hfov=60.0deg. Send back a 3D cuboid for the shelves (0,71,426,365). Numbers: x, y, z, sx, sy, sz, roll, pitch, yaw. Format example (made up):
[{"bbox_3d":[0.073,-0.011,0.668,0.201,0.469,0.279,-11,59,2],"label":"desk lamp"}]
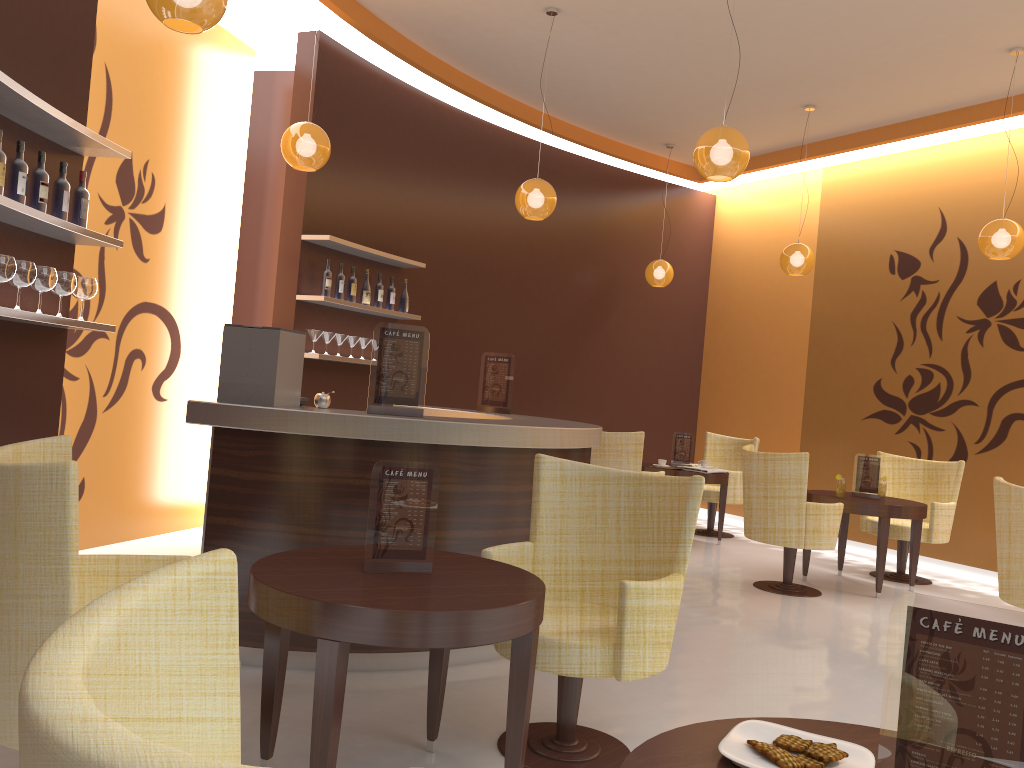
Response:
[{"bbox_3d":[-1.628,-0.667,5.383,0.586,0.902,4.744,5,-1,15],"label":"shelves"}]

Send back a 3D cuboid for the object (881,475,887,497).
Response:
[{"bbox_3d":[2.936,0.811,7.032,0.067,0.171,0.072,5,-1,15],"label":"object"}]

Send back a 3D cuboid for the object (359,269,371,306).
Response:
[{"bbox_3d":[-1.170,-0.768,7.105,0.086,0.303,0.086,4,-1,41],"label":"object"}]

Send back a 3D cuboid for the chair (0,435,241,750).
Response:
[{"bbox_3d":[-1.048,0.673,2.286,0.685,1.017,0.729,5,-1,-26],"label":"chair"}]

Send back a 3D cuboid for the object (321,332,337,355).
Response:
[{"bbox_3d":[-1.402,-0.303,6.719,0.137,0.174,0.137,5,-1,22],"label":"object"}]

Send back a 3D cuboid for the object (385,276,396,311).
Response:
[{"bbox_3d":[-1.008,-0.745,7.377,0.073,0.297,0.073,5,-1,5],"label":"object"}]

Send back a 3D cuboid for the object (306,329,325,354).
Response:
[{"bbox_3d":[-1.468,-0.311,6.579,0.137,0.174,0.137,5,-1,22],"label":"object"}]

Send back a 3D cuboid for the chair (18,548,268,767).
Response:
[{"bbox_3d":[-0.142,0.737,0.883,0.685,1.017,0.729,5,-1,-29],"label":"chair"}]

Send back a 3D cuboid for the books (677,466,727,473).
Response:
[{"bbox_3d":[1.752,0.788,8.163,0.367,0.035,0.345,5,-1,-43],"label":"books"}]

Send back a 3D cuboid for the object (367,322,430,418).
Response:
[{"bbox_3d":[-0.510,-0.064,4.007,0.258,0.414,0.052,5,-1,-19],"label":"object"}]

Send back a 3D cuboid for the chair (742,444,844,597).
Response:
[{"bbox_3d":[1.994,0.979,6.424,0.685,1.017,0.729,5,-1,-16],"label":"chair"}]

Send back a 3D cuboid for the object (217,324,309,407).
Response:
[{"bbox_3d":[-1.094,-0.077,3.999,0.270,0.340,0.373,5,-1,12],"label":"object"}]

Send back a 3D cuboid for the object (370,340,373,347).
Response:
[{"bbox_3d":[-1.123,-0.272,7.260,0.137,0.174,0.137,5,-1,33],"label":"object"}]

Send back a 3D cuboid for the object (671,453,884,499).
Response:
[{"bbox_3d":[2.210,0.671,7.625,0.187,0.335,2.090,5,-1,-36],"label":"object"}]

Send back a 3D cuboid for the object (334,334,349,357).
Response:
[{"bbox_3d":[-1.337,-0.296,6.860,0.137,0.174,0.137,5,-1,33],"label":"object"}]

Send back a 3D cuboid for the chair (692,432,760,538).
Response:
[{"bbox_3d":[2.094,1.015,9.006,0.685,1.017,0.729,5,-1,-33],"label":"chair"}]

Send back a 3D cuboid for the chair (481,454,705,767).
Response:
[{"bbox_3d":[0.264,0.796,3.192,0.729,1.017,0.685,5,-1,36],"label":"chair"}]

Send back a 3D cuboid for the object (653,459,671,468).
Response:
[{"bbox_3d":[1.384,0.734,8.184,0.153,0.069,0.153,5,-1,-6],"label":"object"}]

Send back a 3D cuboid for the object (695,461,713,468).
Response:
[{"bbox_3d":[1.860,0.779,8.575,0.153,0.069,0.153,4,-1,41],"label":"object"}]

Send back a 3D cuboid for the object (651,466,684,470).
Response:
[{"bbox_3d":[1.367,0.761,8.171,0.239,0.021,0.464,5,-1,-19],"label":"object"}]

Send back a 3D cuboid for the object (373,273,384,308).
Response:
[{"bbox_3d":[-1.087,-0.754,7.240,0.073,0.297,0.073,5,-1,5],"label":"object"}]

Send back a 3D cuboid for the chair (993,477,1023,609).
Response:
[{"bbox_3d":[2.971,1.047,4.731,0.685,1.017,0.729,5,-1,-36],"label":"chair"}]

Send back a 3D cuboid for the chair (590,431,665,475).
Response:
[{"bbox_3d":[0.962,0.905,7.885,0.685,1.017,0.729,5,-1,-36],"label":"chair"}]

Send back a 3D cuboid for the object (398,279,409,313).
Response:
[{"bbox_3d":[-0.915,-0.741,7.527,0.086,0.303,0.086,5,-1,-18],"label":"object"}]

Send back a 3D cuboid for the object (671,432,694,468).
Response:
[{"bbox_3d":[1.622,0.629,8.429,0.209,0.335,0.042,5,-1,-10],"label":"object"}]

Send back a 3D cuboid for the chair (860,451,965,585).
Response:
[{"bbox_3d":[3.289,1.101,7.355,0.685,1.017,0.729,6,-1,-44],"label":"chair"}]

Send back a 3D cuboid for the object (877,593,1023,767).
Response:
[{"bbox_3d":[0.617,0.467,1.212,0.209,0.335,0.042,5,-1,32],"label":"object"}]

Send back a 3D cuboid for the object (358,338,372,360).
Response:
[{"bbox_3d":[-1.198,-0.280,7.126,0.137,0.174,0.137,5,-1,33],"label":"object"}]

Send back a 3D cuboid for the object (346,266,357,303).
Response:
[{"bbox_3d":[-1.251,-0.771,6.936,0.073,0.297,0.073,5,-1,-35],"label":"object"}]

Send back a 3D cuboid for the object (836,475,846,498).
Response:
[{"bbox_3d":[2.470,0.766,6.657,0.067,0.171,0.072,4,-1,40],"label":"object"}]

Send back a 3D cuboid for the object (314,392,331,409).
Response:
[{"bbox_3d":[-0.880,0.075,4.117,0.075,0.077,0.075,5,-1,26],"label":"object"}]

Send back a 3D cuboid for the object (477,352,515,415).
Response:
[{"bbox_3d":[-0.110,-0.008,6.092,0.258,0.414,0.052,5,-1,26],"label":"object"}]

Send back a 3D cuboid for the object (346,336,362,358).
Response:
[{"bbox_3d":[-1.264,-0.287,6.995,0.137,0.174,0.137,5,-1,33],"label":"object"}]
